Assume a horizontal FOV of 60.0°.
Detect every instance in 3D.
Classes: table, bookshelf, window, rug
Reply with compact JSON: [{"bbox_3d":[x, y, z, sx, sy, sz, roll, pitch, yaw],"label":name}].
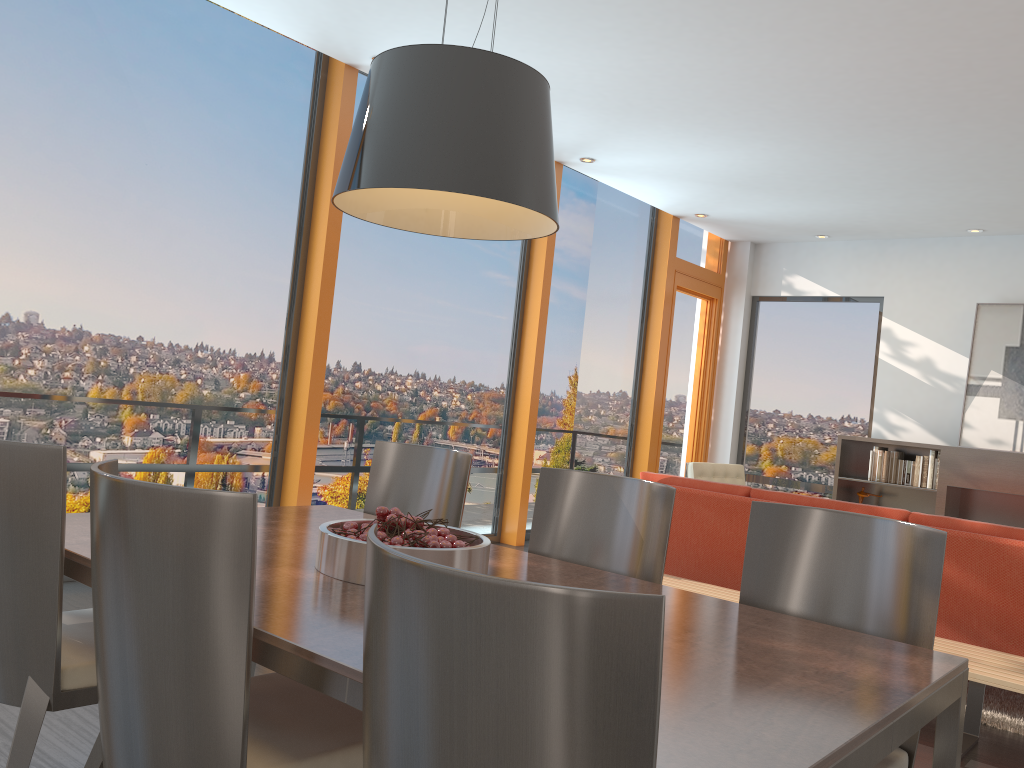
[{"bbox_3d":[-0.250,0.852,2.130,2.152,0.765,1.171,5,-2,39],"label":"table"},{"bbox_3d":[4.474,1.189,7.426,3.388,1.163,0.570,5,-2,39],"label":"bookshelf"},{"bbox_3d":[-2.264,-0.664,4.484,0.070,3.347,2.922,5,-2,39],"label":"window"},{"bbox_3d":[1.786,-0.152,9.303,0.211,3.347,1.156,5,-2,39],"label":"window"},{"bbox_3d":[0.700,-0.287,8.119,0.070,3.347,1.842,5,-2,39],"label":"window"},{"bbox_3d":[3.108,-0.013,9.286,1.410,3.341,0.065,5,-2,39],"label":"window"},{"bbox_3d":[-0.613,-0.454,6.510,0.070,3.347,2.103,5,-2,39],"label":"window"},{"bbox_3d":[2.388,1.513,5.401,3.773,0.043,2.982,5,-1,39],"label":"rug"}]

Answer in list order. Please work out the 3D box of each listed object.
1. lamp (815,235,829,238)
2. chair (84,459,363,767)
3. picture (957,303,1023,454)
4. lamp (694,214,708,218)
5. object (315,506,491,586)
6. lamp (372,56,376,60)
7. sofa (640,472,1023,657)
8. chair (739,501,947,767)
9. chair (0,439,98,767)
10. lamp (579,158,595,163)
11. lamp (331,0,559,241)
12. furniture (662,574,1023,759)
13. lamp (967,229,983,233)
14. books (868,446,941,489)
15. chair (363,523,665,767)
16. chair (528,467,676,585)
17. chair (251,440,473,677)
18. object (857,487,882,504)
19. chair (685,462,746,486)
[{"bbox_3d":[3.146,-1.494,9.004,0.129,0.010,0.129,6,-1,-6],"label":"lamp"},{"bbox_3d":[-0.546,0.659,1.730,0.548,0.968,0.614,5,-2,39],"label":"chair"},{"bbox_3d":[4.595,-0.047,7.659,1.209,1.338,0.269,5,-2,39],"label":"picture"},{"bbox_3d":[1.837,-1.637,8.627,0.129,0.010,0.129,6,-1,-6],"label":"lamp"},{"bbox_3d":[-0.267,0.390,2.215,0.427,0.154,0.427,6,-1,-7],"label":"object"},{"bbox_3d":[-0.790,-1.971,5.405,0.129,0.010,0.129,6,-1,-6],"label":"lamp"},{"bbox_3d":[1.717,1.005,4.588,2.598,0.853,1.037,5,-2,39],"label":"sofa"},{"bbox_3d":[0.655,0.789,2.029,0.548,0.968,0.614,5,-2,39],"label":"chair"},{"bbox_3d":[-1.084,0.612,2.173,0.548,0.968,0.614,5,-2,39],"label":"chair"},{"bbox_3d":[0.604,-1.794,7.114,0.129,0.010,0.129,6,-1,-6],"label":"lamp"},{"bbox_3d":[-0.083,-1.202,2.237,0.567,1.580,0.567,7,-2,-21],"label":"lamp"},{"bbox_3d":[1.207,1.188,3.885,2.006,0.357,0.492,5,-2,39],"label":"furniture"},{"bbox_3d":[4.235,-1.398,8.107,0.129,0.010,0.129,6,-1,-6],"label":"lamp"},{"bbox_3d":[3.604,0.746,8.060,0.592,0.340,0.324,5,-2,39],"label":"books"},{"bbox_3d":[0.043,0.711,1.244,0.548,0.968,0.614,5,-2,39],"label":"chair"},{"bbox_3d":[0.117,0.742,2.473,0.548,0.968,0.614,5,-2,39],"label":"chair"},{"bbox_3d":[-0.472,0.690,2.958,0.548,0.968,0.614,5,-2,39],"label":"chair"},{"bbox_3d":[3.304,1.114,8.331,0.201,0.290,0.245,7,-2,-31],"label":"object"},{"bbox_3d":[1.790,1.062,6.972,0.699,0.817,0.707,7,-2,-41],"label":"chair"}]
